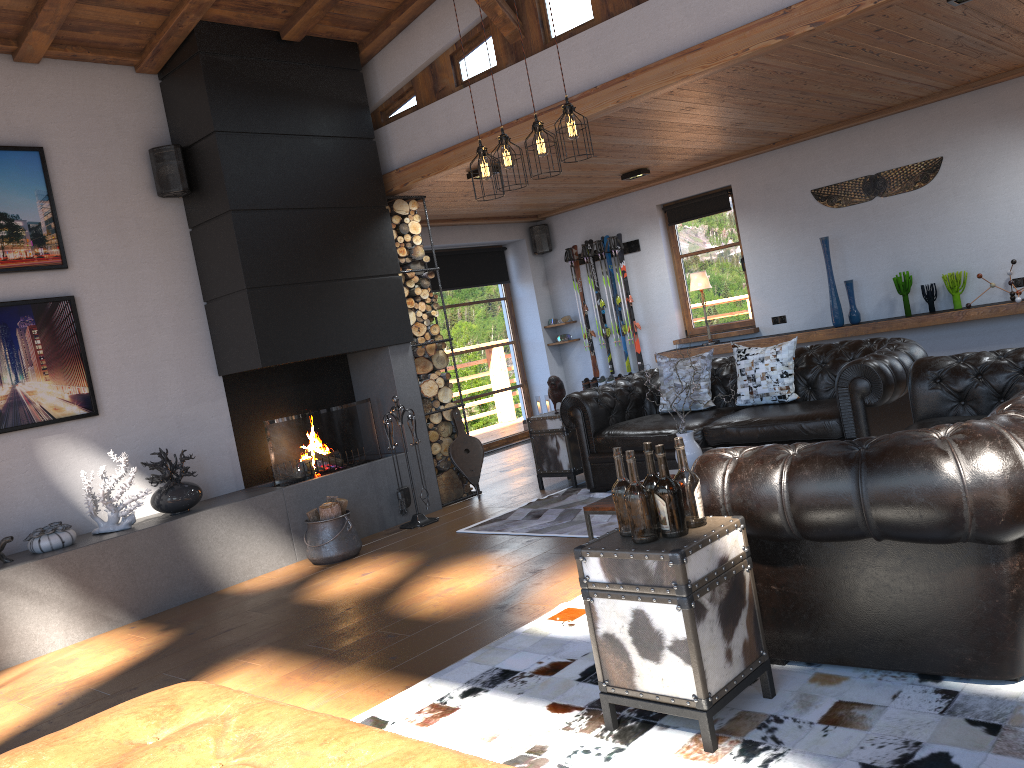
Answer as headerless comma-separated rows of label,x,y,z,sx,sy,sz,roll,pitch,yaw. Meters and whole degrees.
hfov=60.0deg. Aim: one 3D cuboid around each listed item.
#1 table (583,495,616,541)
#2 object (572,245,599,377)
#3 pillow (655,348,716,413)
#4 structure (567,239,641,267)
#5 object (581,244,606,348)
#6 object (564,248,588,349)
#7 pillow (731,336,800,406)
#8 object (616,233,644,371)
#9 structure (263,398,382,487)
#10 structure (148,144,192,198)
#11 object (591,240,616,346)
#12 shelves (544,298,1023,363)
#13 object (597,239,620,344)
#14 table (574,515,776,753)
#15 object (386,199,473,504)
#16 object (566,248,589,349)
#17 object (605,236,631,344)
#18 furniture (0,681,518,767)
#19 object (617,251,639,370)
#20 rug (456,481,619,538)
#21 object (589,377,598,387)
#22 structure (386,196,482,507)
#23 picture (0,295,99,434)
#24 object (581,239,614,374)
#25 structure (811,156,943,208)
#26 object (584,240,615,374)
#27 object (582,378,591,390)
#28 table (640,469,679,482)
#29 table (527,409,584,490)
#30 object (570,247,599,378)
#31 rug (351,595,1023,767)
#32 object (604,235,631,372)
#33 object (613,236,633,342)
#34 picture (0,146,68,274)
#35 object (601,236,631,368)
table,0.768,0.750,4.556,0.642,0.350,0.405,-8,4,43
object,0.908,-0.873,10.616,0.094,1.606,0.117,-8,4,43
pillow,1.332,-0.038,6.821,0.287,0.469,0.521,-13,4,-44
structure,0.994,-1.518,10.390,1.037,0.135,0.323,-8,4,43
object,0.949,-1.029,10.453,0.120,1.249,0.059,-9,3,25
object,0.759,-0.998,10.533,0.058,1.249,0.122,-9,3,26
pillow,1.815,-0.102,6.359,0.287,0.469,0.521,-13,4,-44
object,1.385,-0.936,10.162,0.094,1.606,0.117,-8,4,43
structure,-1.380,0.438,6.804,0.181,0.514,0.995,-8,4,43
structure,-2.467,-1.535,6.405,0.211,0.349,0.216,-8,4,43
object,1.062,-1.039,10.256,0.121,1.249,0.059,-11,3,0
shelves,2.913,-0.558,8.845,6.557,0.988,0.620,-7,4,44
object,1.116,-1.051,10.294,0.120,1.249,0.059,-9,3,25
table,0.523,0.767,2.841,0.412,0.609,0.411,-8,4,43
object,-0.856,-0.259,7.656,0.460,2.611,0.500,-8,4,43
object,0.783,-1.007,10.611,0.120,1.249,0.059,-9,3,25
object,1.203,-1.057,10.102,0.120,1.249,0.059,-10,3,10
furniture,-0.564,1.107,1.918,2.724,0.436,1.191,-8,4,43
object,1.326,-0.914,10.237,0.094,1.606,0.117,-8,4,43
rug,1.833,0.643,5.784,3.992,0.053,2.464,-7,4,44
object,0.978,0.054,10.591,0.255,0.270,0.115,-13,4,-41
structure,-0.846,-0.268,7.654,0.505,2.616,0.508,-8,4,43
picture,-3.144,-0.115,5.600,0.035,0.816,0.891,-8,4,43
object,1.020,-0.900,10.442,0.102,1.621,0.257,-8,3,40
structure,3.368,-1.837,8.254,1.232,0.239,0.100,-8,4,43
object,1.030,-0.908,10.546,0.072,1.621,0.113,-8,4,43
object,0.895,0.064,10.673,0.115,0.270,0.255,-9,3,34
table,1.048,0.679,4.894,0.642,0.350,0.405,-8,4,38
table,0.448,0.529,7.363,0.412,0.609,0.411,-8,4,43
object,0.850,-0.851,10.691,0.094,1.606,0.117,-8,4,43
rug,0.493,1.061,2.742,2.400,0.053,3.859,-7,4,44
object,1.255,-0.939,10.359,0.072,1.621,0.113,-8,4,43
object,1.305,-1.077,10.131,0.121,1.249,0.059,-10,3,5
picture,-3.327,-1.092,5.555,0.035,0.816,0.891,-8,4,43
object,1.209,-0.934,10.418,0.072,1.621,0.113,-8,4,43
